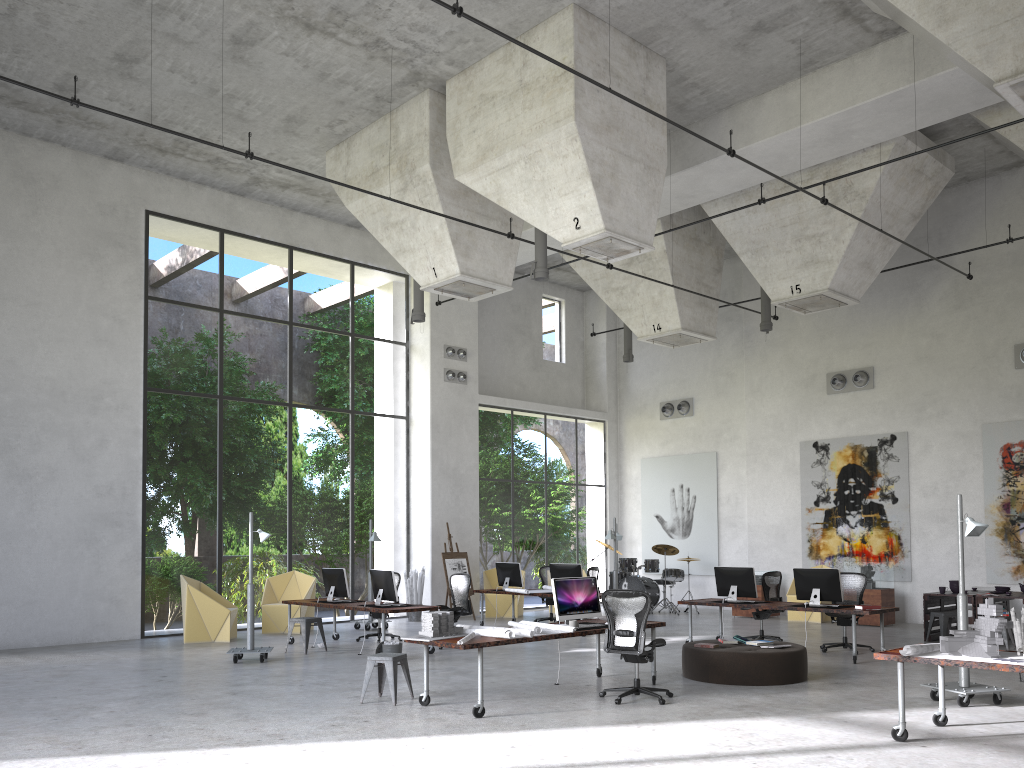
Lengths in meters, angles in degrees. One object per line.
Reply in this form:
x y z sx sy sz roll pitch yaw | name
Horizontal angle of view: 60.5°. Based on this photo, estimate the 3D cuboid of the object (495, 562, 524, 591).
0.001 3.843 17.541 0.379 0.548 0.720 4 -8 -41 | object

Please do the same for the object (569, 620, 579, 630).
0.687 2.649 9.648 0.123 0.099 0.089 1 -6 -14 | object

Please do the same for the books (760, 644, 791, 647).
3.194 3.171 10.644 0.301 0.039 0.223 1 -10 -8 | books

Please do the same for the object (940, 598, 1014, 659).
3.826 2.016 7.234 0.361 0.517 0.499 0 -6 -7 | object

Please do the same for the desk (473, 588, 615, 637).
0.638 4.357 16.875 0.979 0.717 3.154 6 -12 -42 | desk

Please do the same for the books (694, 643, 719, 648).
2.378 3.194 10.727 0.256 0.032 0.176 -8 -13 37 | books

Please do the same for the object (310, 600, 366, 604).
-2.859 3.612 14.561 0.691 0.008 0.856 8 -14 -41 | object

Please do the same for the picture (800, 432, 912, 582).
7.181 2.618 18.501 0.020 2.996 2.370 2 -5 -43 | picture

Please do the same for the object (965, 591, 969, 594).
7.340 3.375 14.233 0.117 0.056 0.139 -6 -11 32 | object

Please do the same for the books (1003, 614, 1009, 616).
7.438 3.545 13.494 0.284 0.034 0.200 -1 -10 3 | books

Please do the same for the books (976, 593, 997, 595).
7.568 3.336 13.948 0.305 0.030 0.226 -3 -10 14 | books

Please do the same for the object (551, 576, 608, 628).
0.797 2.489 10.040 0.718 0.548 0.379 6 -8 -41 | object

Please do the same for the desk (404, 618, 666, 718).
0.356 3.067 9.690 3.147 0.717 0.981 9 -12 -43 | desk

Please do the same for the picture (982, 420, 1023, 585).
9.702 2.116 15.814 0.020 2.996 2.232 2 -5 -43 | picture

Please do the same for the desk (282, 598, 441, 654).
-2.480 3.870 14.035 0.969 0.717 3.155 6 -12 -42 | desk

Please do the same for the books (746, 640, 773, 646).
3.076 3.213 10.899 0.285 0.033 0.200 5 -12 -30 | books

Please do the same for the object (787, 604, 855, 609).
4.487 3.232 12.753 0.691 0.008 0.856 8 -14 -41 | object

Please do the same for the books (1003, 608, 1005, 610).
7.437 3.451 13.500 0.204 0.025 0.146 -1 -10 3 | books

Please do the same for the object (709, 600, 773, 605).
3.551 3.419 13.751 0.691 0.008 0.856 8 -14 -41 | object

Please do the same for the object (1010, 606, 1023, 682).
6.094 3.039 10.329 0.320 0.930 0.344 1 -4 -25 | object

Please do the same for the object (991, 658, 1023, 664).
3.896 2.174 6.895 0.134 0.008 0.205 6 -12 -31 | object

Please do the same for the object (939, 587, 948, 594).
7.065 3.378 14.385 0.130 0.108 0.101 -6 -8 38 | object

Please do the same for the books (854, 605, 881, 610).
4.918 3.090 12.158 0.285 0.052 0.205 2 -10 -11 | books

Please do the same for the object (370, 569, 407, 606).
-1.913 3.141 13.554 0.378 0.548 0.721 3 -8 -36 | object

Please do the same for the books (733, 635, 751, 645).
2.914 3.234 11.110 0.205 0.102 0.146 -6 -9 32 | books

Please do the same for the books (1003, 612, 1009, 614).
7.438 3.511 13.495 0.284 0.033 0.200 2 -10 -12 | books

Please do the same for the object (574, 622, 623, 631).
0.800 2.769 10.025 0.853 0.008 0.693 9 -14 -41 | object

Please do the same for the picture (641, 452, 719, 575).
4.218 3.323 22.299 0.020 2.996 2.352 2 -5 -43 | picture

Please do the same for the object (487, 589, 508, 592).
0.006 4.124 17.530 0.691 0.008 0.856 8 -14 -41 | object

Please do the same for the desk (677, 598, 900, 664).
4.053 3.670 13.198 0.979 0.717 3.154 6 -12 -42 | desk

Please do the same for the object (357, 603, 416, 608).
-1.907 3.422 13.543 0.690 0.008 0.857 7 -13 -36 | object

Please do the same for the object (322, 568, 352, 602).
-2.864 3.331 14.572 0.379 0.548 0.720 4 -8 -41 | object

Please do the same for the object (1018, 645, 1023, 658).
4.170 2.165 7.107 0.123 0.099 0.089 1 -6 -14 | object

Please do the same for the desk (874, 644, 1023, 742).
4.473 2.482 6.606 0.979 0.717 3.154 6 -12 -42 | desk

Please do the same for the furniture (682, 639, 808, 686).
2.878 3.442 10.911 1.516 0.424 1.521 8 -13 -41 | furniture

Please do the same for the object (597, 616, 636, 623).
1.300 2.793 10.468 0.472 0.085 0.439 8 -13 -39 | object

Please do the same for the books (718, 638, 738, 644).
2.739 3.255 11.126 0.197 0.034 0.288 -1 -10 3 | books

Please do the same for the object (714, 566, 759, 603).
3.546 3.137 13.762 0.379 0.548 0.720 4 -8 -41 | object

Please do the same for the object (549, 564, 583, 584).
1.063 3.631 16.408 0.718 0.548 0.379 -6 -7 38 | object

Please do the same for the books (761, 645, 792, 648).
3.198 3.174 10.618 0.301 0.031 0.222 5 -11 -28 | books

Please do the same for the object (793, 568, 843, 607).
4.482 2.951 12.764 0.379 0.548 0.720 4 -8 -41 | object

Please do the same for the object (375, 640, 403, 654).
-1.750 3.812 12.577 0.400 0.296 0.297 -7 -9 40 | object

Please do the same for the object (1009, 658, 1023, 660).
4.016 2.187 6.973 0.126 0.010 0.011 -7 -9 32 | object

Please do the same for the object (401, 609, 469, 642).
-0.736 2.461 9.072 0.436 0.302 0.742 -6 -11 36 | object

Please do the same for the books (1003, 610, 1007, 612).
7.433 3.479 13.500 0.254 0.032 0.177 -2 -10 8 | books
